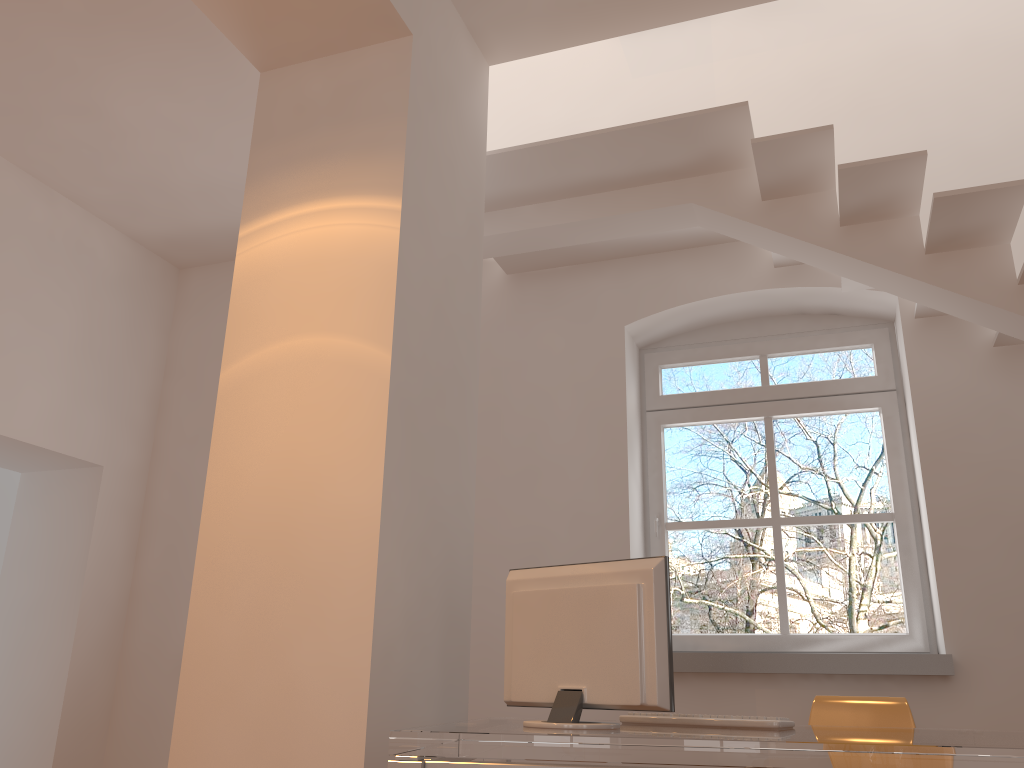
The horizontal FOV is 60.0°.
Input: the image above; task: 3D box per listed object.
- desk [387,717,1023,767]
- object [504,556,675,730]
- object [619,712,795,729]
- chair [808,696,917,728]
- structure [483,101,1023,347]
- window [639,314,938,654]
[{"bbox_3d":[0.925,1.234,2.108,2.239,0.750,1.092,-2,-19,10],"label":"desk"},{"bbox_3d":[0.148,0.676,2.326,0.245,0.418,0.516,16,-24,-37],"label":"object"},{"bbox_3d":[0.555,0.963,2.543,0.467,0.031,0.200,-10,-22,29],"label":"object"},{"bbox_3d":[1.163,1.494,2.996,0.495,0.829,0.464,-12,-23,33],"label":"chair"},{"bbox_3d":[1.531,0.056,2.144,4.630,3.042,3.450,-6,-20,19],"label":"structure"},{"bbox_3d":[1.297,0.467,4.430,1.308,1.737,0.142,-6,-20,19],"label":"window"}]
